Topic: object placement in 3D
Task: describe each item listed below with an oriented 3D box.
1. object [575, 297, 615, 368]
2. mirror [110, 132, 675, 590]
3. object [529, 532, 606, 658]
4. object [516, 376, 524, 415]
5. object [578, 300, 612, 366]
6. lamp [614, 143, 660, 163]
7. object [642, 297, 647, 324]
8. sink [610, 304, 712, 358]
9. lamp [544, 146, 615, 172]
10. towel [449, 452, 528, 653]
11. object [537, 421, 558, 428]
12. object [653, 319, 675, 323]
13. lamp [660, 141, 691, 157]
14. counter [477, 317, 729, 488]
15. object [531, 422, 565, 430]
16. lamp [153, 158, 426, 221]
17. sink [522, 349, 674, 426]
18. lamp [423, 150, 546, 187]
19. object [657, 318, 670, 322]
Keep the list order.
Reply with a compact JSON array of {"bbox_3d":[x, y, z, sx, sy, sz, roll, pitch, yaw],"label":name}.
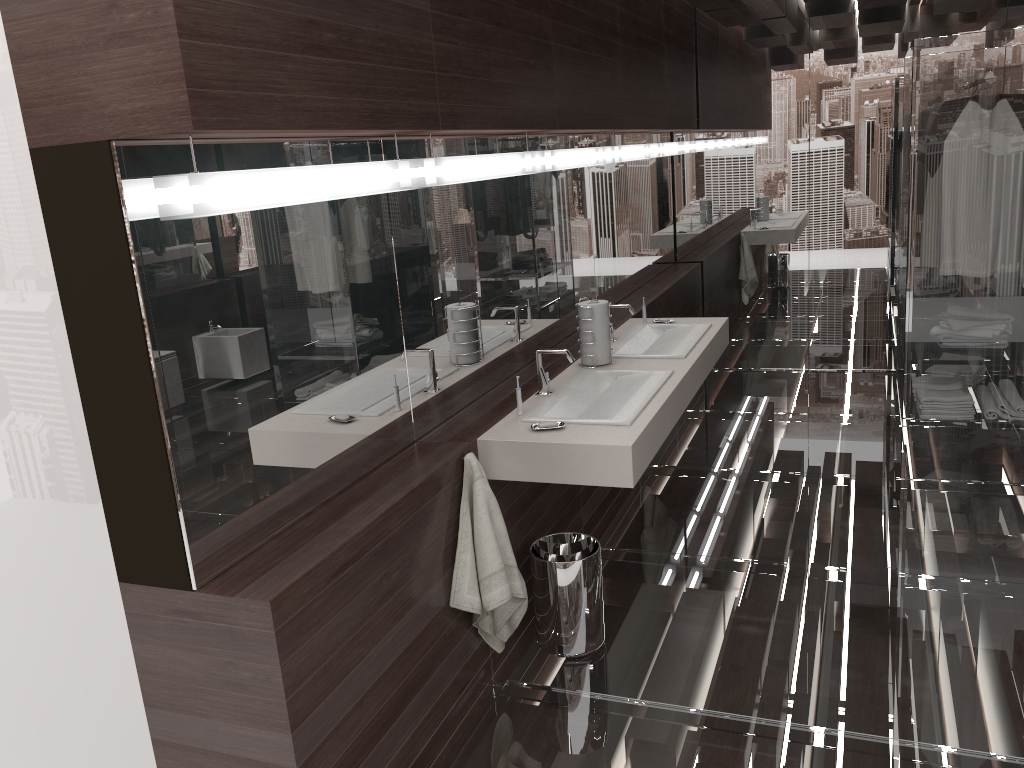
[{"bbox_3d":[0.327,-0.209,3.552,0.145,0.261,0.136,-11,15,-23],"label":"object"},{"bbox_3d":[2.127,-0.626,3.266,4.126,0.916,5.081,1,15,22],"label":"mirror"},{"bbox_3d":[0.191,0.717,3.012,0.237,0.358,0.237,-15,17,-34],"label":"object"},{"bbox_3d":[0.023,0.038,2.943,0.022,0.132,0.022,-4,14,4],"label":"object"},{"bbox_3d":[0.330,-0.205,3.546,0.124,0.246,0.128,-4,14,4],"label":"object"},{"bbox_3d":[0.664,-1.261,4.829,0.082,0.082,0.950,1,15,22],"label":"lamp"},{"bbox_3d":[0.640,-0.355,4.290,0.022,0.132,0.022,-13,16,-29],"label":"object"},{"bbox_3d":[0.610,-0.257,3.913,0.427,0.193,0.681,1,15,22],"label":"sink"},{"bbox_3d":[0.288,-0.994,3.900,0.082,0.082,0.950,1,15,22],"label":"lamp"},{"bbox_3d":[-0.045,0.543,2.681,0.156,0.678,0.368,1,15,22],"label":"towel"},{"bbox_3d":[0.112,0.128,2.777,0.066,0.016,0.035,-5,14,-1],"label":"object"},{"bbox_3d":[0.735,-0.303,4.299,0.108,0.011,0.065,8,19,42],"label":"object"},{"bbox_3d":[1.029,-1.520,5.734,0.082,0.082,0.950,1,15,22],"label":"lamp"},{"bbox_3d":[0.477,-0.014,3.535,0.488,0.131,1.954,1,15,22],"label":"counter"},{"bbox_3d":[0.112,0.134,2.780,0.108,0.011,0.065,-5,14,1],"label":"object"},{"bbox_3d":[-0.453,-0.467,2.065,0.082,0.082,0.950,1,15,22],"label":"lamp"},{"bbox_3d":[0.285,-0.026,3.108,0.427,0.193,0.681,1,15,22],"label":"sink"},{"bbox_3d":[-0.084,-0.729,2.979,0.082,0.082,0.950,1,15,22],"label":"lamp"},{"bbox_3d":[0.734,-0.309,4.297,0.066,0.016,0.035,8,19,41],"label":"object"}]
